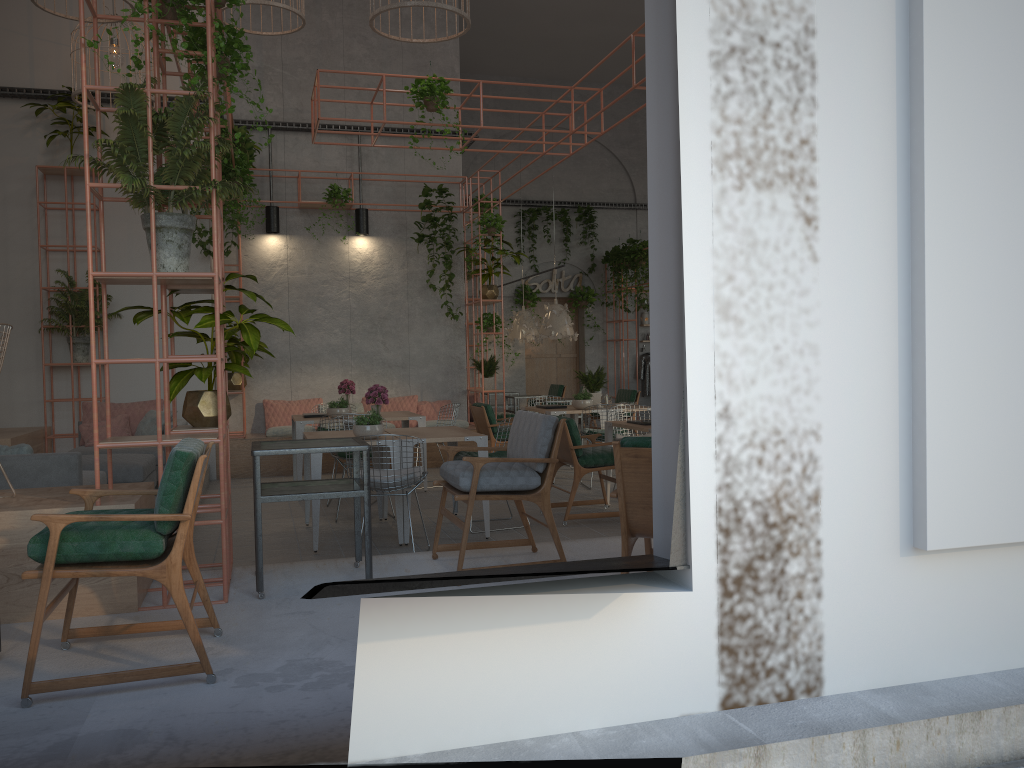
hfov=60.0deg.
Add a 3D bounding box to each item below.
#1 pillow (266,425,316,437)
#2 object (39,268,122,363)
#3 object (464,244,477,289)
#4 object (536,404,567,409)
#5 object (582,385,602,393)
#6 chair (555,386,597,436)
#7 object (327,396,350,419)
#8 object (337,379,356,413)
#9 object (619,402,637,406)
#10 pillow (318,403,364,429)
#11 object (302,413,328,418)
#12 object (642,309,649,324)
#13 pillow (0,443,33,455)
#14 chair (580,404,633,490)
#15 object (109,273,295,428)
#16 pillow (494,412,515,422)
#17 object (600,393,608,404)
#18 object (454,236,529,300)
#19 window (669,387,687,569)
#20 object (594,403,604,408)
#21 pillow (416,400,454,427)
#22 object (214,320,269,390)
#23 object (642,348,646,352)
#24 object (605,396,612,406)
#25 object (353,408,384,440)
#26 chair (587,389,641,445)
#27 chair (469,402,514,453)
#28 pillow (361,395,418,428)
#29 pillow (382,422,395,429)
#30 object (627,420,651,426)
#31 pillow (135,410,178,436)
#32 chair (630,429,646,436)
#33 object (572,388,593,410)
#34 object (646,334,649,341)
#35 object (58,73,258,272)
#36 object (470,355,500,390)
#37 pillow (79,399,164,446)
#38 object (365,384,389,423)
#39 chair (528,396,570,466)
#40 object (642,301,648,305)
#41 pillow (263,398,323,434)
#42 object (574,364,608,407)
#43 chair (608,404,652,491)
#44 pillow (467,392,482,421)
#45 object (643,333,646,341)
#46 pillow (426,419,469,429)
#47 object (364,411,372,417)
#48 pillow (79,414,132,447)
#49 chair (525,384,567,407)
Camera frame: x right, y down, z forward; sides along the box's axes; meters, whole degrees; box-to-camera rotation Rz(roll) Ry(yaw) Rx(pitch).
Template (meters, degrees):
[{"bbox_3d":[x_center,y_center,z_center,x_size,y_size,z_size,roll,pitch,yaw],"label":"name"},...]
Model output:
[{"bbox_3d":[-2.944,0.632,11.802,0.637,0.149,0.491,-2,2,-15],"label":"pillow"},{"bbox_3d":[-5.126,-0.800,10.484,0.894,1.097,0.900,-1,2,13],"label":"object"},{"bbox_3d":[-1.046,-2.264,17.845,0.900,1.101,0.894,0,2,43],"label":"object"},{"bbox_3d":[0.480,0.277,10.845,0.268,0.031,0.427,-2,2,-16],"label":"object"},{"bbox_3d":[1.005,0.126,11.145,0.241,0.313,0.241,0,2,29],"label":"object"},{"bbox_3d":[1.151,0.515,15.948,0.685,0.930,0.722,-2,2,-16],"label":"chair"},{"bbox_3d":[-1.887,0.252,9.631,0.248,0.247,0.254,-2,2,-16],"label":"object"},{"bbox_3d":[-1.927,0.149,10.360,0.213,0.414,0.225,-2,2,-24],"label":"object"},{"bbox_3d":[1.443,0.244,11.015,0.218,0.041,0.218,-1,2,-8],"label":"object"},{"bbox_3d":[-2.369,0.465,12.381,0.666,0.385,0.289,-2,2,-21],"label":"pillow"},{"bbox_3d":[-2.234,0.354,10.070,0.268,0.031,0.427,-2,2,-16],"label":"object"},{"bbox_3d":[2.893,-1.461,19.242,0.136,0.336,0.145,-1,2,-2],"label":"object"},{"bbox_3d":[-3.581,0.571,6.413,0.499,0.324,0.307,-1,2,19],"label":"pillow"},{"bbox_3d":[1.059,0.676,9.955,0.565,0.941,0.717,-1,2,0],"label":"chair"},{"bbox_3d":[-1.747,-0.209,5.175,0.934,0.923,0.903,0,2,41],"label":"object"},{"bbox_3d":[-0.223,0.522,13.744,0.491,0.149,0.637,-2,2,-15],"label":"pillow"},{"bbox_3d":[1.113,0.191,11.261,0.165,0.154,0.210,-2,2,-26],"label":"object"},{"bbox_3d":[-0.270,-1.644,12.388,0.934,0.947,0.903,0,2,36],"label":"object"},{"bbox_3d":[-1.479,-2.138,2.098,4.126,5.544,0.089,-2,2,-16],"label":"window"},{"bbox_3d":[1.040,0.252,10.632,0.115,0.078,0.115,-1,2,-10],"label":"object"},{"bbox_3d":[-1.137,0.430,12.733,0.666,0.385,0.289,-2,2,-21],"label":"pillow"},{"bbox_3d":[-3.608,-0.376,11.489,0.903,0.919,0.934,-3,2,-44],"label":"object"},{"bbox_3d":[2.864,-0.759,19.304,0.093,0.121,0.049,-2,2,-14],"label":"object"},{"bbox_3d":[1.205,0.208,11.065,0.095,0.119,0.095,-1,2,8],"label":"object"},{"bbox_3d":[-1.135,0.311,7.003,0.247,0.247,0.252,-2,2,-16],"label":"object"},{"bbox_3d":[1.638,0.553,14.247,0.685,0.929,0.722,-2,2,-16],"label":"chair"},{"bbox_3d":[-0.113,0.684,10.672,0.685,0.917,0.722,-2,2,-16],"label":"chair"},{"bbox_3d":[-1.750,0.400,12.534,0.839,0.474,0.276,-1,2,4],"label":"pillow"},{"bbox_3d":[-1.936,0.603,12.090,0.637,0.149,0.491,-2,2,-15],"label":"pillow"},{"bbox_3d":[1.263,0.362,8.175,0.268,0.031,0.427,-2,2,-16],"label":"object"},{"bbox_3d":[-3.812,0.458,9.394,0.495,0.349,0.308,0,2,34],"label":"pillow"},{"bbox_3d":[1.759,0.628,11.125,0.717,0.941,0.565,-2,2,-20],"label":"chair"},{"bbox_3d":[0.826,0.175,10.406,0.248,0.247,0.254,-2,2,-16],"label":"object"},{"bbox_3d":[2.945,-1.020,19.262,0.063,0.151,0.063,-2,2,-30],"label":"object"},{"bbox_3d":[-1.821,-1.130,4.708,0.894,1.101,0.900,0,2,38],"label":"object"},{"bbox_3d":[-0.362,-0.176,12.480,0.438,0.527,0.368,-2,2,-16],"label":"object"},{"bbox_3d":[-4.221,0.414,9.612,0.836,0.476,0.273,-2,2,-16],"label":"pillow"},{"bbox_3d":[-1.173,0.208,7.726,0.213,0.414,0.225,-2,2,-24],"label":"object"},{"bbox_3d":[0.540,0.636,11.738,0.565,0.941,0.717,-2,2,-15],"label":"chair"},{"bbox_3d":[2.883,-1.765,19.225,0.133,0.145,0.133,0,2,36],"label":"object"},{"bbox_3d":[-2.993,0.434,12.224,0.839,0.474,0.276,-2,2,-26],"label":"pillow"},{"bbox_3d":[0.982,0.018,10.816,0.438,0.527,0.368,-2,2,-16],"label":"object"},{"bbox_3d":[1.323,0.695,9.067,0.565,0.941,0.717,-2,2,-15],"label":"chair"},{"bbox_3d":[-0.604,0.350,13.519,0.276,0.474,0.839,-2,2,-26],"label":"pillow"},{"bbox_3d":[2.876,-1.025,19.264,0.055,0.164,0.092,-1,2,3],"label":"object"},{"bbox_3d":[-0.958,0.575,12.369,0.637,0.149,0.491,-2,2,-15],"label":"pillow"},{"bbox_3d":[-1.587,0.327,9.882,0.115,0.078,0.115,-1,2,-10],"label":"object"},{"bbox_3d":[-4.260,0.488,9.324,0.479,0.317,0.441,-2,2,-35],"label":"pillow"},{"bbox_3d":[0.675,0.478,17.614,0.685,0.930,0.722,-2,2,-16],"label":"chair"}]
